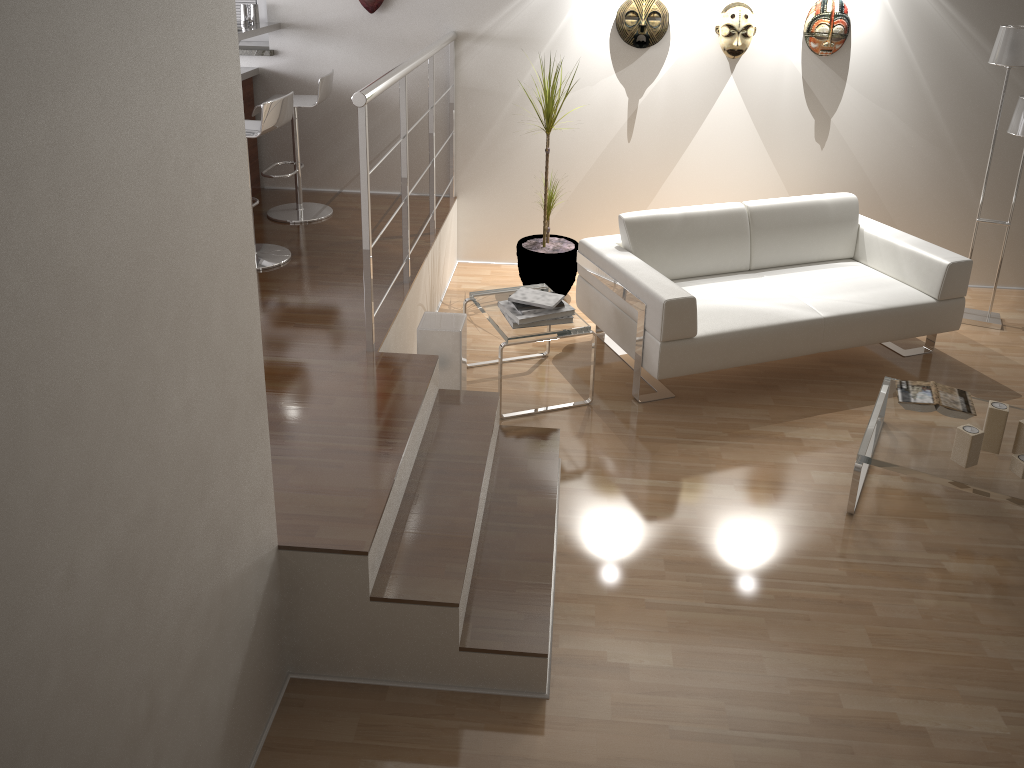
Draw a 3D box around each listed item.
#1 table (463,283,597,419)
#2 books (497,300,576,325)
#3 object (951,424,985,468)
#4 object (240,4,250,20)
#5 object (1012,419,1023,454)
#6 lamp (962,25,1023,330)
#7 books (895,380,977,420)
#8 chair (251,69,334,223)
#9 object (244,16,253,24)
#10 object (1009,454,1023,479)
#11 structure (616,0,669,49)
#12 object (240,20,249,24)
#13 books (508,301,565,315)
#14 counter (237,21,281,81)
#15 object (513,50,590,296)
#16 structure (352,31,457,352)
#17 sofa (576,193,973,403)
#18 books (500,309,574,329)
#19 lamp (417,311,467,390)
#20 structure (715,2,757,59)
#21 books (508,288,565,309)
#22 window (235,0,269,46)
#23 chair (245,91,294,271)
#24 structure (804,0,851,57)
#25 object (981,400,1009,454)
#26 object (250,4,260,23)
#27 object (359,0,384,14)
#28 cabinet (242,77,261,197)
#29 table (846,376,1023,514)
[{"bbox_3d":[0.069,-0.176,4.178,0.467,0.379,0.579,-7,26,-19],"label":"table"},{"bbox_3d":[0.111,-0.349,4.018,0.290,0.026,0.238,-11,29,-24],"label":"books"},{"bbox_3d":[1.667,0.221,3.203,0.068,0.143,0.070,-9,24,-24],"label":"object"},{"bbox_3d":[-1.628,-2.257,5.337,0.052,0.104,0.055,-3,22,-11],"label":"object"},{"bbox_3d":[1.924,0.200,3.257,0.068,0.143,0.070,-9,24,-24],"label":"object"},{"bbox_3d":[2.706,-1.118,4.838,0.369,1.583,0.217,11,22,23],"label":"lamp"},{"bbox_3d":[1.749,0.057,3.627,0.294,0.053,0.214,10,28,17],"label":"books"},{"bbox_3d":[-1.252,-1.404,5.135,0.426,0.803,0.408,1,21,0],"label":"chair"},{"bbox_3d":[-1.593,-2.203,5.298,0.052,0.043,0.052,-17,30,-35],"label":"object"},{"bbox_3d":[1.848,0.290,3.155,0.067,0.070,0.071,-3,24,-10],"label":"object"},{"bbox_3d":[0.776,-2.152,5.204,0.317,0.300,0.073,3,21,4],"label":"structure"},{"bbox_3d":[-1.615,-2.186,5.291,0.051,0.018,0.053,4,26,6],"label":"object"},{"bbox_3d":[0.112,-0.368,4.011,0.219,0.014,0.159,-11,29,-24],"label":"books"},{"bbox_3d":[-1.927,-1.698,4.666,0.838,0.302,2.224,3,27,3],"label":"counter"},{"bbox_3d":[0.191,-1.180,5.052,0.443,1.396,0.526,7,22,16],"label":"object"},{"bbox_3d":[-0.471,-1.138,4.432,0.057,0.993,2.457,3,26,4],"label":"structure"},{"bbox_3d":[1.324,-0.510,4.538,1.792,0.701,0.953,-8,26,-19],"label":"sofa"},{"bbox_3d":[0.111,-0.325,4.027,0.288,0.026,0.239,-6,28,-15],"label":"books"},{"bbox_3d":[-0.302,-0.059,3.846,0.199,0.456,0.202,3,21,4],"label":"lamp"},{"bbox_3d":[1.325,-2.074,5.154,0.243,0.312,0.137,3,21,5],"label":"structure"},{"bbox_3d":[0.112,-0.393,4.002,0.219,0.014,0.159,13,29,22],"label":"books"},{"bbox_3d":[-1.912,-2.756,5.456,0.843,1.201,0.149,3,20,4],"label":"window"},{"bbox_3d":[-1.317,-1.026,4.385,0.426,0.803,0.409,5,22,8],"label":"chair"},{"bbox_3d":[1.856,-2.095,5.132,0.265,0.336,0.079,3,20,4],"label":"structure"},{"bbox_3d":[1.814,0.156,3.290,0.068,0.186,0.070,13,24,27],"label":"object"},{"bbox_3d":[-1.569,-2.257,5.339,0.052,0.106,0.055,-3,22,-11],"label":"object"},{"bbox_3d":[-0.845,-2.597,5.185,0.154,0.748,0.156,-15,26,-38],"label":"object"},{"bbox_3d":[-2.020,-1.172,4.741,0.633,0.709,1.954,3,26,4],"label":"cabinet"},{"bbox_3d":[1.768,0.313,3.444,0.711,0.236,0.829,15,29,26],"label":"table"}]
